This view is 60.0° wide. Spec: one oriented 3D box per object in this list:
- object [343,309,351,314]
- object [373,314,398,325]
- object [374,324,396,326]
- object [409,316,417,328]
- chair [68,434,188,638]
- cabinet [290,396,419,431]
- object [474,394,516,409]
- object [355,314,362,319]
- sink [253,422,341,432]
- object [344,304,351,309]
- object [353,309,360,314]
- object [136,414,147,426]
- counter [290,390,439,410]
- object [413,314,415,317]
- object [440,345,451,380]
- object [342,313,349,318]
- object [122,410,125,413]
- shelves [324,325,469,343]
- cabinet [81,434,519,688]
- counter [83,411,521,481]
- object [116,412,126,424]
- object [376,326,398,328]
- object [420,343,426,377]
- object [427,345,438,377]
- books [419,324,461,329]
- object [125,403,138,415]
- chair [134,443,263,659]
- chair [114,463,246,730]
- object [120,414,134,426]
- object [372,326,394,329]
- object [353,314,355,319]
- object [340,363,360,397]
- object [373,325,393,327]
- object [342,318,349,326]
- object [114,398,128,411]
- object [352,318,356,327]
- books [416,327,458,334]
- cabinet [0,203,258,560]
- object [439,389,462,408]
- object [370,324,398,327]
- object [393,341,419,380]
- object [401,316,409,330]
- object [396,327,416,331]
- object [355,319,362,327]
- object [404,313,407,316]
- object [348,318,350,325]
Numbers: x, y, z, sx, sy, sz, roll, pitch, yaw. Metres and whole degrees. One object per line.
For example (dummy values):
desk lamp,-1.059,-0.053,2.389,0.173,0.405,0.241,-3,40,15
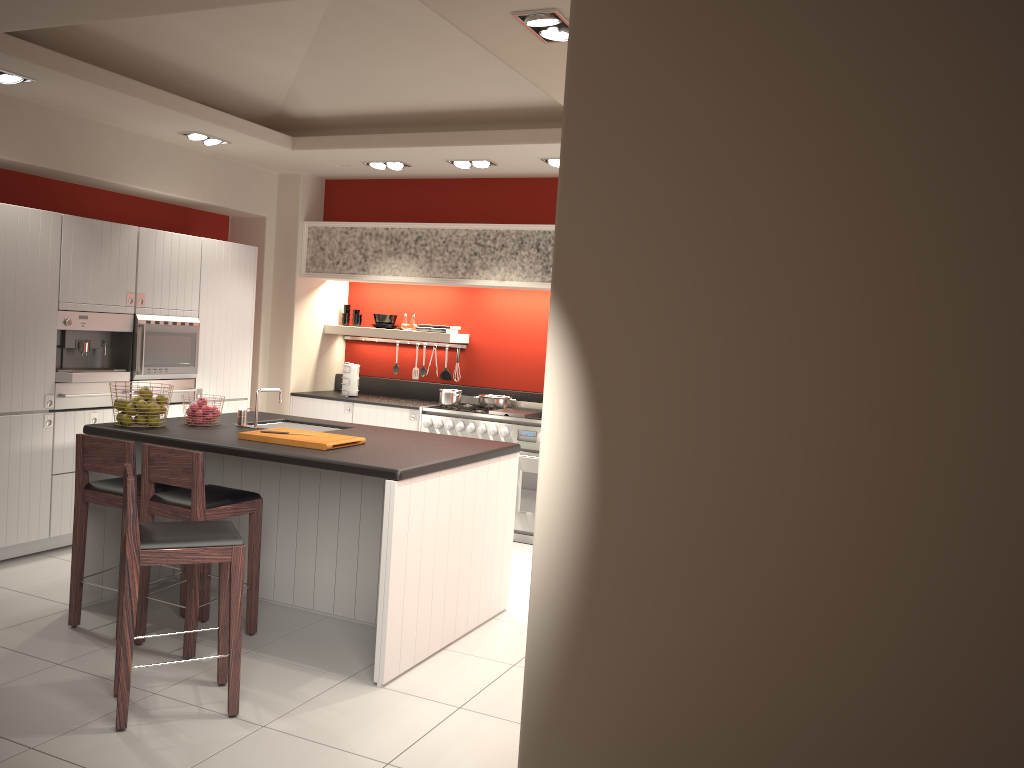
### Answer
object,-1.611,-0.692,8.646,0.070,0.076,0.070,4,3,-5
object,-1.207,-0.607,8.438,0.232,0.108,0.233,2,4,-25
object,-1.211,-0.555,8.441,0.280,0.016,0.280,5,4,23
object,-0.928,-0.570,8.333,0.077,0.134,0.076,4,3,7
chair,-2.021,0.771,4.757,0.383,1.008,0.474,5,3,24
cabinet,-1.296,0.648,8.157,1.361,0.993,0.687,5,3,24
object,-0.150,0.159,7.812,0.309,0.104,0.309,1,4,-38
object,-1.466,-0.628,8.467,0.070,0.076,0.070,4,3,-5
sink,-1.355,0.408,5.500,0.567,0.258,0.516,5,4,24
object,-1.609,-0.736,8.644,0.070,0.076,0.070,4,3,-5
object,-1.510,-0.683,8.601,0.070,0.076,0.070,4,3,-5
object,-2.083,0.200,4.997,0.068,0.068,0.068,6,4,35
counter,-1.259,0.140,8.128,1.360,0.026,0.699,5,4,24
object,-0.921,-0.644,8.329,0.026,0.032,0.023,4,3,6
object,-0.610,-0.199,8.329,0.123,0.330,0.040,5,3,24
object,-1.589,-0.636,8.467,0.070,0.076,0.070,4,3,-5
object,-2.199,0.135,5.074,0.076,0.077,0.076,3,3,-12
shelves,-1.103,-0.473,8.370,1.379,0.083,0.376,5,4,24
cabinet,-1.206,0.846,5.176,2.035,1.010,1.423,5,4,24
counter,-1.164,0.316,5.145,2.054,0.050,1.415,5,4,24
object,-2.201,0.191,5.012,0.068,0.068,0.068,6,4,35
object,-1.212,-0.539,8.442,0.280,0.016,0.280,5,4,23
object,-0.835,-0.224,8.407,0.067,0.323,0.022,5,3,22
object,-0.744,-0.219,8.369,0.124,0.296,0.009,5,3,24
books,-0.662,-0.528,8.163,0.332,0.026,0.207,5,4,24
object,-2.141,0.143,4.994,0.076,0.077,0.076,3,3,-12
chair,-1.601,0.810,4.571,0.383,1.008,0.474,5,3,26
chair,-1.415,0.869,3.785,0.474,1.008,0.383,2,3,-26
object,-2.146,0.199,4.943,0.068,0.068,0.068,6,4,35
object,-1.212,-0.534,8.442,0.280,0.016,0.280,5,4,23
object,-1.513,-0.639,8.604,0.070,0.076,0.070,4,3,-5
object,-1.478,-0.039,8.107,0.168,0.304,0.163,1,4,-37
object,-1.212,-0.545,8.442,0.280,0.016,0.280,5,4,23
object,-1.592,-0.592,8.469,0.070,0.076,0.070,4,3,-5
object,-2.207,0.117,5.007,0.077,0.068,0.076,5,3,17
object,-1.516,-0.595,8.606,0.070,0.076,0.070,4,3,-5
books,-0.688,-0.495,8.152,0.331,0.042,0.207,6,4,29
cabinet,-3.058,-0.032,6.527,0.717,2.249,2.558,5,4,24
object,-0.532,0.125,7.627,0.201,0.148,0.201,5,3,16
object,-1.211,-0.550,8.441,0.280,0.016,0.280,5,4,23
object,-1.009,-0.226,8.482,0.287,0.351,0.022,5,3,25
object,-0.998,-0.571,8.278,0.076,0.131,0.076,2,3,-24
object,-0.967,-0.515,8.308,0.183,0.027,0.160,1,4,-38
object,-1.469,-0.584,8.469,0.070,0.076,0.070,4,3,-5
object,-0.993,-0.647,8.275,0.023,0.031,0.024,2,3,-24
object,-1.617,-0.605,8.651,0.070,0.076,0.070,4,3,-5
